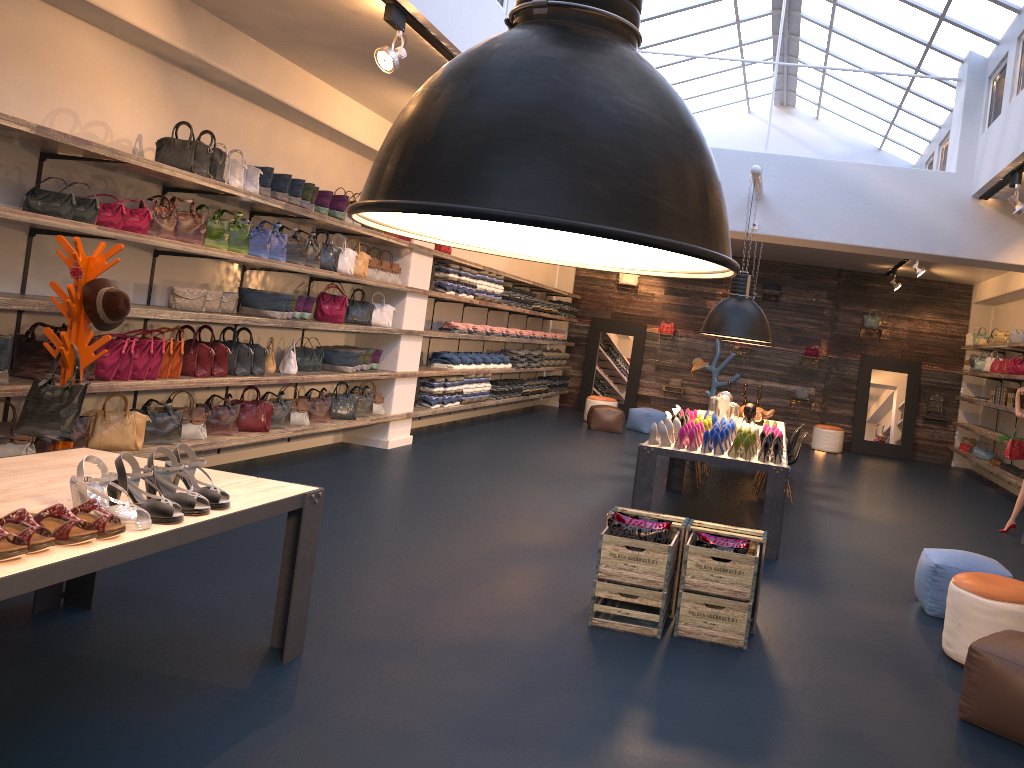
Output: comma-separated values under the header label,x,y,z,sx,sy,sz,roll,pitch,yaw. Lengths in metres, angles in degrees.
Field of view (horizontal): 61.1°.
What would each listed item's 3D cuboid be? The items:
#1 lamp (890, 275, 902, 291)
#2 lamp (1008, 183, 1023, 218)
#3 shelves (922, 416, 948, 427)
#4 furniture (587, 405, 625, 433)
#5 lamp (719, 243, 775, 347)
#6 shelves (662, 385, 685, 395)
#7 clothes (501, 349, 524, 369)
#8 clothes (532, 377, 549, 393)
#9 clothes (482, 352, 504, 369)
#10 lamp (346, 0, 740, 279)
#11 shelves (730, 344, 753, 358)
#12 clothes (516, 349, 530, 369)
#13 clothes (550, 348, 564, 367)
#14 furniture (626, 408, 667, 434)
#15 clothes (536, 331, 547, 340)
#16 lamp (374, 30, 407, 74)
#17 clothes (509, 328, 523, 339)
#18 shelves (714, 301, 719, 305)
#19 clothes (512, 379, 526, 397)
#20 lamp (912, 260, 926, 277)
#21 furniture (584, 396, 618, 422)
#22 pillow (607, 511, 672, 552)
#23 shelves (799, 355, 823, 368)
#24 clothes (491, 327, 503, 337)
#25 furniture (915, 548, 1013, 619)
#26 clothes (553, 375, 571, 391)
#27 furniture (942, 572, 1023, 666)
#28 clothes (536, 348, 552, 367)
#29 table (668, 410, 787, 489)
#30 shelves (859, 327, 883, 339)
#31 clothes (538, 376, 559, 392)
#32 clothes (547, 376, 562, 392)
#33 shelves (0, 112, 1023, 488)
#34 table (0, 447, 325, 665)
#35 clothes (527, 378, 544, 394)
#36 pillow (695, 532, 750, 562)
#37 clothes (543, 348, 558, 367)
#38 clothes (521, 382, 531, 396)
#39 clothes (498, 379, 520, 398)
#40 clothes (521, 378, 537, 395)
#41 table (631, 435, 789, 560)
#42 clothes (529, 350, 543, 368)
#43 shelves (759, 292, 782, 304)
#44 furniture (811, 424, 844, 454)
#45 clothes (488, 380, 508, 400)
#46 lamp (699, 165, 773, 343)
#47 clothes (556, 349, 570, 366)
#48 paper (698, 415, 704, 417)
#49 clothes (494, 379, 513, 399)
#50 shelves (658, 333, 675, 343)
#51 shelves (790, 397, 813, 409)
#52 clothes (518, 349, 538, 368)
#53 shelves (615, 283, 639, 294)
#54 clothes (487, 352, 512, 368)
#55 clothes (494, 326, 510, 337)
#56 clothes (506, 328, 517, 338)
label,x,y,z,sx,sy,sz,roll,pitch,yaw
lamp,6.932,-1.812,15.683,0.194,0.328,0.223,8,1,-33
lamp,4.421,-1.583,7.578,0.222,0.328,0.195,8,0,41
shelves,8.116,0.731,16.668,0.440,0.157,0.252,8,3,10
furniture,1.595,0.568,14.717,0.657,0.423,0.640,8,2,-3
lamp,3.036,-1.322,10.854,0.754,1.649,0.644,8,0,-41
shelves,3.224,0.122,17.384,0.440,0.143,0.252,8,3,10
clothes,-0.007,-0.410,14.041,0.372,0.303,0.353,8,2,1
clothes,0.471,0.020,15.968,0.406,0.251,0.356,8,2,10
clothes,-0.370,-0.367,13.220,0.397,0.240,0.457,9,3,29
lamp,0.171,-1.059,1.592,0.736,1.649,0.662,8,0,-18
shelves,4.544,-0.648,17.222,0.440,0.211,0.252,8,2,10
clothes,0.100,-0.430,14.418,0.389,0.318,0.359,8,2,-1
clothes,0.800,-0.518,16.761,0.321,0.342,0.411,8,2,20
furniture,2.404,0.634,15.346,0.699,0.423,0.598,6,3,-38
clothes,0.467,-0.877,15.682,0.313,0.155,0.359,8,3,8
lamp,-0.766,-2.166,5.657,0.266,0.315,0.169,7,0,-24
clothes,0.019,-0.836,14.234,0.313,0.155,0.359,8,3,8
shelves,4.287,-1.444,17.288,0.544,0.317,0.251,8,1,10
clothes,0.010,0.055,14.266,0.336,0.299,0.321,8,2,19
lamp,6.116,-1.738,13.046,0.194,0.328,0.223,8,1,-33
furniture,1.605,0.472,15.684,0.559,0.480,0.602,8,2,16
pillow,0.730,0.915,4.983,0.346,0.349,0.450,8,2,14
shelves,5.866,-0.440,17.050,0.482,0.184,0.207,8,2,10
clothes,-0.328,-0.803,13.190,0.328,0.159,0.340,10,4,34
furniture,3.171,1.396,6.093,0.632,0.423,0.666,8,3,12
clothes,0.900,-0.027,17.154,0.352,0.299,0.671,8,3,17
furniture,2.834,1.392,5.073,0.559,0.480,0.602,8,2,16
clothes,0.529,-0.493,15.885,0.321,0.342,0.411,8,2,20
table,2.746,0.844,10.790,1.196,0.740,2.622,9,4,15
shelves,6.979,-0.995,16.889,0.440,0.177,0.252,8,2,10
clothes,0.661,-0.002,16.337,0.357,0.299,0.339,8,2,15
clothes,0.751,-0.013,16.663,0.364,0.299,0.322,8,2,1
shelves,2.243,0.078,8.824,8.368,2.225,17.389,9,4,15
table,-1.857,0.783,2.729,1.196,0.740,2.622,9,4,15
clothes,0.348,0.031,15.575,0.394,0.251,0.366,9,3,22
pillow,1.208,1.014,5.014,0.299,0.319,0.473,8,2,14
clothes,0.665,-0.506,16.323,0.321,0.342,0.411,8,2,20
clothes,0.099,0.054,14.768,0.394,0.251,0.366,9,3,22
clothes,-0.091,0.064,13.940,0.342,0.299,0.315,8,2,13
clothes,0.222,0.043,15.161,0.406,0.251,0.356,8,2,10
table,1.964,0.916,8.264,1.196,0.740,2.622,9,4,15
clothes,0.343,-0.452,15.202,0.389,0.318,0.359,8,2,-1
shelves,5.112,-1.702,17.182,0.440,0.179,0.252,8,2,10
furniture,5.923,1.022,16.286,0.559,0.480,0.602,8,2,16
clothes,-0.281,0.084,13.290,0.357,0.299,0.339,8,2,15
lamp,2.205,-1.245,8.163,0.695,1.649,0.703,8,0,4
clothes,0.936,-0.530,17.199,0.321,0.342,0.411,8,2,20
paper,2.628,0.418,11.222,0.316,0.014,0.762,10,4,24
clothes,-0.191,0.074,13.616,0.364,0.299,0.322,8,2,1
shelves,3.092,-0.926,17.440,0.296,0.157,0.252,8,3,12
shelves,5.668,0.375,17.027,0.440,0.183,0.252,8,2,10
clothes,0.235,-0.433,14.825,0.372,0.303,0.353,8,2,1
shelves,2.329,-1.934,17.588,0.440,0.157,0.252,8,3,10
clothes,-0.246,-0.379,13.618,0.412,0.240,0.442,8,3,13
clothes,-0.202,-0.816,13.518,0.313,0.155,0.359,8,3,8
clothes,-0.107,-0.824,13.905,0.328,0.159,0.340,10,4,34
